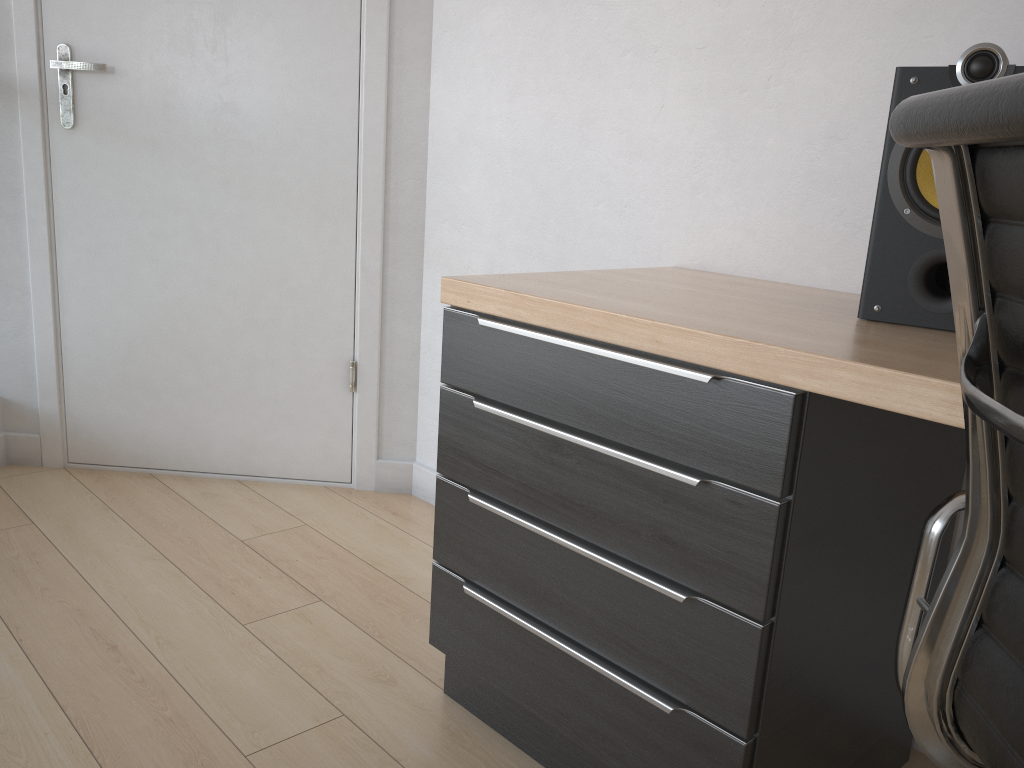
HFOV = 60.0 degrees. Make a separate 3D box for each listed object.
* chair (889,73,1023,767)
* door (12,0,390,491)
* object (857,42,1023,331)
[{"bbox_3d":[0.559,0.329,0.586,0.699,0.991,0.664,5,14,7],"label":"chair"},{"bbox_3d":[-0.810,-0.762,2.312,0.974,2.136,0.085,4,14,2],"label":"door"},{"bbox_3d":[0.625,-0.261,1.212,0.198,0.354,0.249,12,16,31],"label":"object"}]
